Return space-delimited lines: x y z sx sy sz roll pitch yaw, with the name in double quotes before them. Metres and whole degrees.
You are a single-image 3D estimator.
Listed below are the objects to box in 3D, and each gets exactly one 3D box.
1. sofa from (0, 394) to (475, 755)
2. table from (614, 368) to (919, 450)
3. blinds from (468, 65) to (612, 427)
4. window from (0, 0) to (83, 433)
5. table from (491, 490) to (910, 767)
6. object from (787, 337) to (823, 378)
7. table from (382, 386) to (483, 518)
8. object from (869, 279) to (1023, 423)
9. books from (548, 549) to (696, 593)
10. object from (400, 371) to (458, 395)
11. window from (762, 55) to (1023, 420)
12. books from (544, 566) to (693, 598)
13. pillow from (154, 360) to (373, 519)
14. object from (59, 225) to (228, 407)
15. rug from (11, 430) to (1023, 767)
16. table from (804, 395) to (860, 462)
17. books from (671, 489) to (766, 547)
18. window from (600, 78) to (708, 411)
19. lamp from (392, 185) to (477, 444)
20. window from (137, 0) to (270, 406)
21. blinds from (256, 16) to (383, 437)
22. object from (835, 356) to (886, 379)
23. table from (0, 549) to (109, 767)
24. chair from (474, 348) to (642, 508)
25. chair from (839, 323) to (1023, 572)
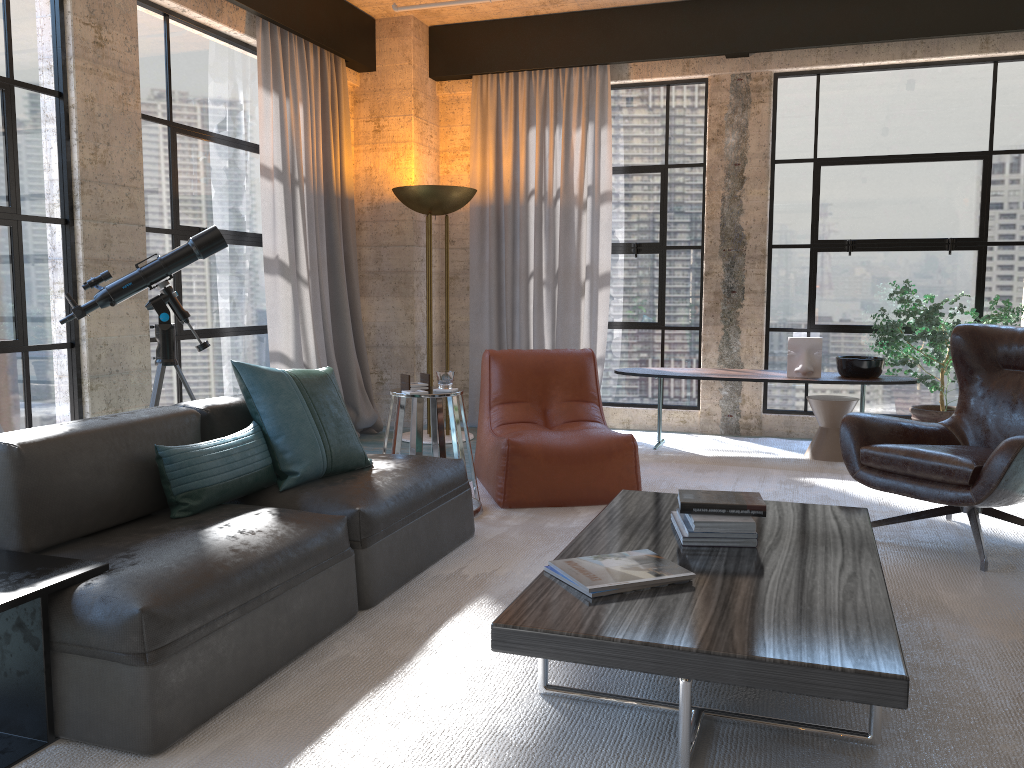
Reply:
"sofa" -0.964 0.414 3.144 1.019 0.680 2.063 2 6 19
"table" 1.685 0.195 6.068 2.004 0.530 0.715 2 6 17
"blinds" 0.164 -1.115 6.899 1.187 2.986 0.404 2 6 20
"window" -2.528 -0.736 3.670 0.081 2.530 1.780 2 6 19
"table" 0.616 0.656 2.652 0.900 0.309 1.500 2 6 19
"object" 1.911 -0.172 5.794 0.214 0.259 0.154 2 6 19
"table" -0.418 0.330 4.367 0.549 0.603 0.549 0 6 -2
"object" 3.193 -0.355 5.783 1.641 1.708 0.971 0 6 -6
"books" 0.296 0.506 2.421 0.318 0.011 0.252 -2 6 -22
"object" -0.406 -0.012 4.284 0.287 0.096 0.206 -3 7 -31
"window" 2.772 -1.003 6.399 1.780 2.530 0.081 2 6 19
"books" 0.287 0.516 2.424 0.318 0.011 0.252 -3 7 -27
"pillow" -0.903 0.149 3.236 0.349 0.466 1.042 3 7 29
"object" -1.708 -0.054 4.207 0.617 1.406 0.595 2 6 20
"rug" 0.602 0.775 2.975 2.954 0.032 7.768 2 6 19
"table" 2.100 0.288 5.832 0.331 0.394 0.331 -4 7 -32
"books" 0.670 0.421 2.852 0.279 0.116 0.322 1 6 4
"window" 0.647 -1.084 7.116 1.780 2.530 0.081 2 6 19
"lamp" -0.565 -0.502 6.534 0.619 1.822 0.619 2 6 19
"window" -1.806 -0.954 5.784 0.081 2.530 1.780 2 6 19
"blinds" -1.313 -1.058 6.236 0.384 2.985 1.131 2 6 19
"object" 2.289 -0.110 5.834 0.307 0.129 0.307 -4 7 -32
"table" -1.305 0.667 2.181 0.420 0.390 0.413 2 6 19
"chair" 0.225 0.207 4.892 0.801 0.759 0.920 -1 6 -11
"chair" 2.056 0.219 3.883 0.975 0.940 0.820 -3 7 -31
